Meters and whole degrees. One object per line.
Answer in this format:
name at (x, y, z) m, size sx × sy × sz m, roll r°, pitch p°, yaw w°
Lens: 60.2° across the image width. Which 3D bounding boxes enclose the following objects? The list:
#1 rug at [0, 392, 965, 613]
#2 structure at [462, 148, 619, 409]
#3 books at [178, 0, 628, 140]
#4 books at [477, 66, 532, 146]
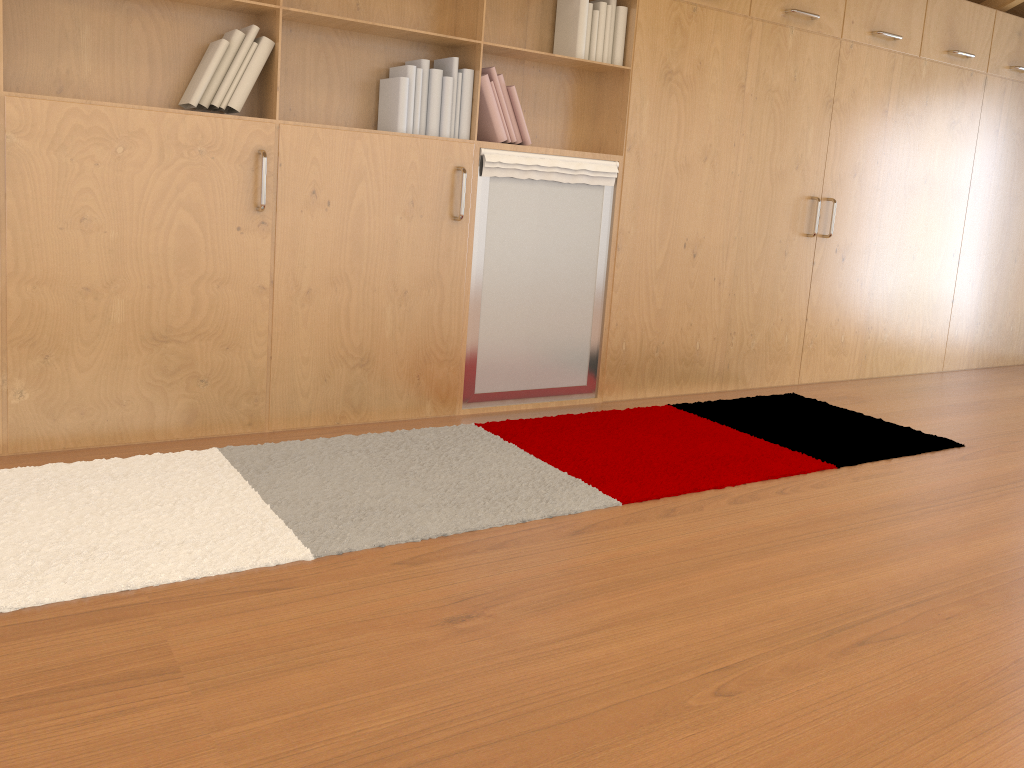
rug at (0.108, 0.269, 3.119) m, size 3.725 × 0.011 × 0.928 m, roll -4°, pitch 15°, yaw -33°
structure at (0.062, -0.462, 3.855) m, size 0.726 × 1.066 × 0.319 m, roll -2°, pitch 11°, yaw -33°
books at (-0.862, -1.252, 3.062) m, size 3.111 × 0.651 × 0.191 m, roll -4°, pitch 12°, yaw -33°
books at (-0.063, -1.134, 3.619) m, size 0.280 × 0.293 × 0.178 m, roll -3°, pitch 12°, yaw -33°
